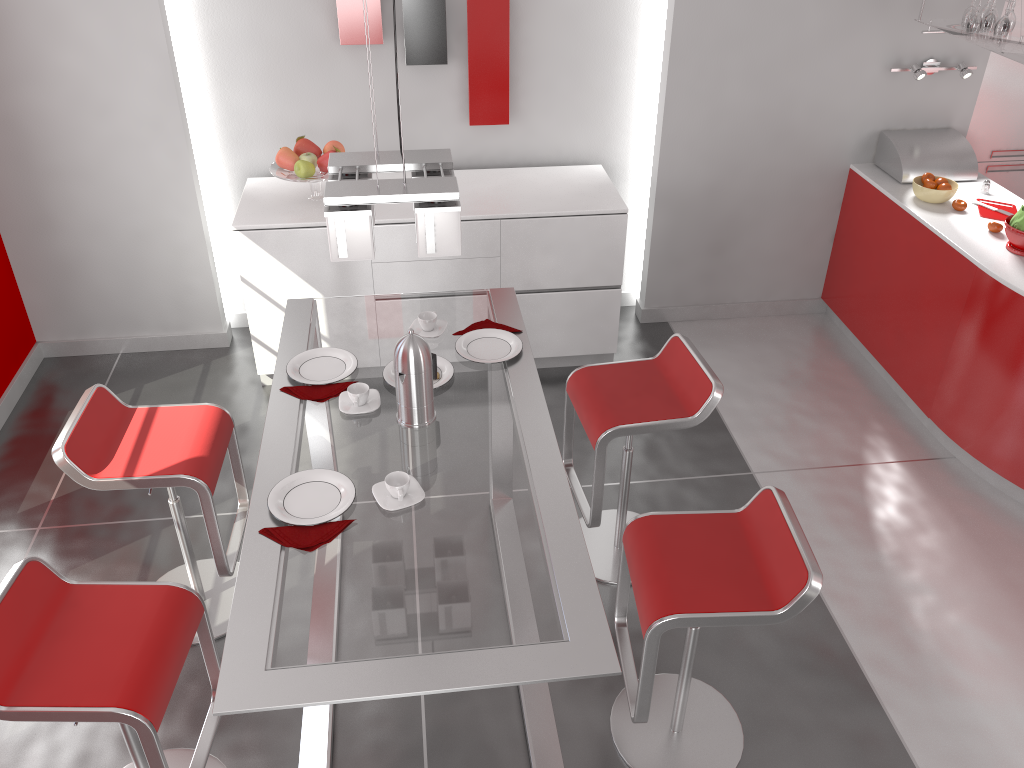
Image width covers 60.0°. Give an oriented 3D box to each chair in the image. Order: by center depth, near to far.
[{"bbox_3d":[-1.037,0.888,2.335,0.460,0.857,0.418,1,33,0],"label":"chair"},{"bbox_3d":[0.544,0.738,2.581,0.460,0.857,0.418,-1,33,-2],"label":"chair"},{"bbox_3d":[-1.160,0.439,3.018,0.460,0.857,0.418,-2,33,-4],"label":"chair"},{"bbox_3d":[0.445,0.282,3.275,0.460,0.857,0.418,-6,34,-10],"label":"chair"}]

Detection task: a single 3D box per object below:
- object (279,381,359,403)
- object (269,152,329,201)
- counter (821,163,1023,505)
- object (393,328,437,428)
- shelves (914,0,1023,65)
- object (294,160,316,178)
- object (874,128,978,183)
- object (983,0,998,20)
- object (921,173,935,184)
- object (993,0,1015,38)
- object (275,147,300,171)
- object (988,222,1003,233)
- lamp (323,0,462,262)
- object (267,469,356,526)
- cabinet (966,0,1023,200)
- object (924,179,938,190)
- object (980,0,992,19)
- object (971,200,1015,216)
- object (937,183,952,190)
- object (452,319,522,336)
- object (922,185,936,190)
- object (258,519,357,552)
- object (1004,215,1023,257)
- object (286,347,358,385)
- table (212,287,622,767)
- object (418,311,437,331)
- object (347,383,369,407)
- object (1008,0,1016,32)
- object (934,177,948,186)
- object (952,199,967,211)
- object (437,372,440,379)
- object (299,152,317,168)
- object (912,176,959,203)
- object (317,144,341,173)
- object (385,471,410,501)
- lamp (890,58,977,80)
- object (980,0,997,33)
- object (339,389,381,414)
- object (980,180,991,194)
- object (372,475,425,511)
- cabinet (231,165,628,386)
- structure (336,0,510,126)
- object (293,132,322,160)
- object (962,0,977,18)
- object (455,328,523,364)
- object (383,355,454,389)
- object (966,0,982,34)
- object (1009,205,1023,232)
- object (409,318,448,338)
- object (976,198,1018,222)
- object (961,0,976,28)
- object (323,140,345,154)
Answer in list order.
[{"bbox_3d":[-0.566,0.026,2.602,0.234,0.012,0.095,-4,34,-7],"label":"object"},{"bbox_3d":[-0.927,-0.952,4.176,0.398,0.159,0.398,27,41,34],"label":"object"},{"bbox_3d":[2.791,-0.139,3.922,2.865,0.880,1.868,16,36,22],"label":"counter"},{"bbox_3d":[-0.270,-0.036,2.449,0.113,0.287,0.149,1,33,0],"label":"object"},{"bbox_3d":[2.156,-1.838,3.499,0.462,1.023,0.934,-4,33,-6],"label":"shelves"},{"bbox_3d":[-0.935,-0.976,4.021,0.083,0.086,0.100,27,41,34],"label":"object"},{"bbox_3d":[2.116,-1.163,4.510,0.400,0.170,0.300,-4,33,-6],"label":"object"},{"bbox_3d":[2.139,-1.665,3.945,0.060,0.141,0.060,-4,33,-6],"label":"object"},{"bbox_3d":[2.000,-0.984,4.262,0.066,0.058,0.055,-12,35,-18],"label":"object"},{"bbox_3d":[2.100,-1.556,3.778,0.060,0.141,0.060,-4,33,-6],"label":"object"},{"bbox_3d":[-1.035,-1.042,4.106,0.117,0.105,0.096,13,35,18],"label":"object"},{"bbox_3d":[2.135,-0.694,3.916,0.063,0.048,0.064,-17,37,-24],"label":"object"},{"bbox_3d":[-0.282,-0.799,1.890,0.304,1.025,0.304,-4,33,-6],"label":"lamp"},{"bbox_3d":[-0.497,0.284,2.206,0.217,0.015,0.217,10,34,14],"label":"object"},{"bbox_3d":[3.537,-1.548,5.033,2.398,2.026,0.614,-4,33,-6],"label":"cabinet"},{"bbox_3d":[1.990,-0.948,4.214,0.062,0.052,0.065,-13,35,-19],"label":"object"},{"bbox_3d":[2.159,-1.713,4.019,0.060,0.141,0.060,-4,33,-6],"label":"object"},{"bbox_3d":[2.285,-0.782,4.079,0.041,0.008,0.375,-18,37,-25],"label":"object"},{"bbox_3d":[2.037,-0.923,4.177,0.062,0.049,0.066,1,33,0],"label":"object"},{"bbox_3d":[-0.084,-0.191,2.938,0.234,0.012,0.095,-4,33,-6],"label":"object"},{"bbox_3d":[2.004,-0.939,4.261,0.066,0.058,0.055,0,33,-1],"label":"object"},{"bbox_3d":[-0.483,0.361,2.092,0.234,0.012,0.095,-4,34,-7],"label":"object"},{"bbox_3d":[2.184,-0.616,3.734,0.228,0.118,0.229,-21,39,-30],"label":"object"},{"bbox_3d":[-0.581,-0.051,2.716,0.217,0.015,0.217,-18,38,-26],"label":"object"},{"bbox_3d":[-0.286,0.558,2.715,0.800,1.000,1.700,-4,33,-6],"label":"table"},{"bbox_3d":[-0.277,-0.206,2.914,0.062,0.049,0.078,-4,33,-6],"label":"object"},{"bbox_3d":[-0.443,0.037,2.541,0.062,0.049,0.078,20,38,27],"label":"object"},{"bbox_3d":[2.175,-1.613,3.867,0.060,0.141,0.060,-4,33,-6],"label":"object"},{"bbox_3d":[2.048,-0.959,4.232,0.062,0.049,0.066,-5,34,-9],"label":"object"},{"bbox_3d":[2.082,-0.830,4.127,0.063,0.047,0.065,-4,33,-7],"label":"object"},{"bbox_3d":[-0.236,-0.025,2.683,0.034,0.006,0.036,-4,34,-7],"label":"object"},{"bbox_3d":[-0.952,-1.035,4.136,0.084,0.079,0.086,12,35,17],"label":"object"},{"bbox_3d":[2.007,-0.918,4.225,0.201,0.086,0.201,-3,33,-5],"label":"object"},{"bbox_3d":[-0.840,-1.039,4.082,0.117,0.133,0.097,-10,35,-15],"label":"object"},{"bbox_3d":[-0.286,0.260,2.203,0.062,0.049,0.078,9,34,13],"label":"object"},{"bbox_3d":[2.092,-1.542,4.360,0.454,0.081,0.155,-4,33,-6],"label":"lamp"},{"bbox_3d":[2.086,-1.610,3.861,0.060,0.141,0.060,-4,33,-6],"label":"object"},{"bbox_3d":[-0.439,0.053,2.560,0.119,0.016,0.119,-5,34,-8],"label":"object"},{"bbox_3d":[2.301,-0.959,4.306,0.042,0.066,0.043,4,33,5],"label":"object"},{"bbox_3d":[-0.284,0.276,2.222,0.119,0.016,0.119,-15,36,-23],"label":"object"},{"bbox_3d":[-0.392,-0.556,4.523,1.802,0.880,0.610,-4,33,-6],"label":"cabinet"},{"bbox_3d":[-0.408,-1.916,4.023,0.820,1.503,0.040,-4,33,-6],"label":"structure"},{"bbox_3d":[-0.974,-1.110,4.188,0.150,0.129,0.117,25,41,32],"label":"object"},{"bbox_3d":[2.076,-1.702,4.001,0.060,0.141,0.060,-4,33,-6],"label":"object"},{"bbox_3d":[-0.073,-0.117,2.822,0.217,0.015,0.217,17,37,24],"label":"object"},{"bbox_3d":[-0.283,-0.032,2.690,0.217,0.015,0.217,18,37,25],"label":"object"},{"bbox_3d":[2.008,-1.591,3.831,0.060,0.141,0.060,-18,37,-25],"label":"object"},{"bbox_3d":[2.186,-0.655,3.697,0.193,0.182,0.198,-1,33,-2],"label":"object"},{"bbox_3d":[-0.276,-0.182,2.920,0.119,0.016,0.119,7,34,10],"label":"object"},{"bbox_3d":[2.261,-0.805,4.125,0.168,0.006,0.266,11,35,16],"label":"object"},{"bbox_3d":[2.037,-1.654,3.928,0.060,0.141,0.060,-18,37,-25],"label":"object"},{"bbox_3d":[-0.846,-1.105,4.196,0.097,0.101,0.121,-16,37,-24],"label":"object"}]
